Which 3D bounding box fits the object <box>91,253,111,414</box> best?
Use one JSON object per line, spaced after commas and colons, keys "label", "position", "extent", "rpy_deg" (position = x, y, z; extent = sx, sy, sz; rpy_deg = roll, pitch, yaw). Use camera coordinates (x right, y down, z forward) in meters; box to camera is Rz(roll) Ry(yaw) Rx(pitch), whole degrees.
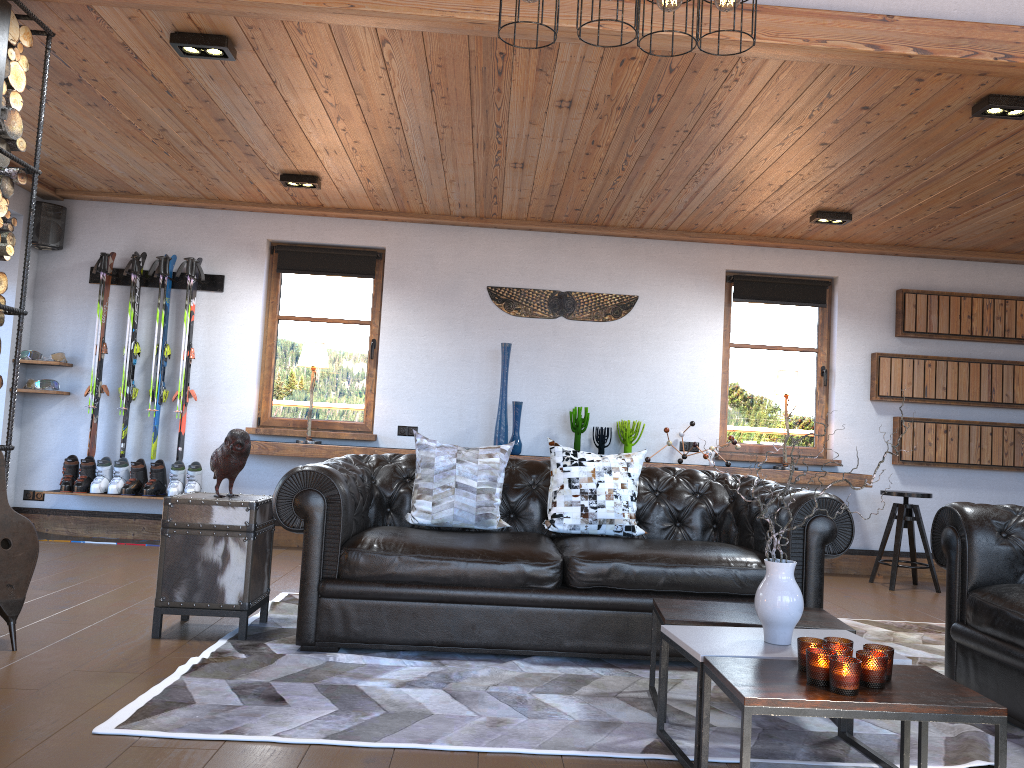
{"label": "object", "position": [-3.214, -0.394, 6.831], "extent": [0.122, 1.251, 0.058], "rpy_deg": [5, -5, -20]}

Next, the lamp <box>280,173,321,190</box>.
{"label": "lamp", "position": [-1.485, -1.430, 6.236], "extent": [0.261, 0.068, 0.155], "rpy_deg": [3, -4, -2]}

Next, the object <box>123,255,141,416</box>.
{"label": "object", "position": [-2.980, -0.380, 6.843], "extent": [0.122, 1.251, 0.058], "rpy_deg": [5, -5, -20]}

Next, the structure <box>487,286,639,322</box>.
{"label": "structure", "position": [0.413, -0.645, 7.198], "extent": [1.249, 0.240, 0.098], "rpy_deg": [3, -4, -3]}

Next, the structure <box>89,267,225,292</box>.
{"label": "structure", "position": [-2.828, -0.843, 6.946], "extent": [1.052, 0.135, 0.318], "rpy_deg": [3, -4, -3]}

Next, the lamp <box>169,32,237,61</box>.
{"label": "lamp", "position": [-1.417, -1.558, 4.076], "extent": [0.261, 0.068, 0.155], "rpy_deg": [3, -4, -2]}

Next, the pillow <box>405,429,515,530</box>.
{"label": "pillow", "position": [-0.251, 0.472, 4.422], "extent": [0.528, 0.469, 0.283], "rpy_deg": [3, -4, 0]}

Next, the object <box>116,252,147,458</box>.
{"label": "object", "position": [-2.943, -0.238, 6.854], "extent": [0.104, 1.624, 0.253], "rpy_deg": [4, -4, -5]}

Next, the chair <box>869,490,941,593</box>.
{"label": "chair", "position": [2.938, 1.170, 6.626], "extent": [0.393, 0.722, 0.392], "rpy_deg": [3, -4, -2]}

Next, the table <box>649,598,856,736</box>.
{"label": "table", "position": [0.850, 1.009, 3.217], "extent": [0.649, 0.350, 0.400], "rpy_deg": [3, -4, 3]}

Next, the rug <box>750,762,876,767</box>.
{"label": "rug", "position": [1.932, 1.081, 0.843], "extent": [2.433, 0.053, 3.802], "rpy_deg": [3, -3, -1]}

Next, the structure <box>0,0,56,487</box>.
{"label": "structure", "position": [-2.333, -0.276, 3.555], "extent": [0.512, 2.620, 0.501], "rpy_deg": [3, -4, -2]}

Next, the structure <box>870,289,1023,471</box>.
{"label": "structure", "position": [3.892, -0.016, 7.433], "extent": [1.854, 1.447, 0.320], "rpy_deg": [3, -4, -3]}

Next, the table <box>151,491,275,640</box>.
{"label": "table", "position": [-1.345, 0.816, 4.052], "extent": [0.418, 0.610, 0.404], "rpy_deg": [3, -4, -2]}

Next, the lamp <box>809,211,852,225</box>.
{"label": "lamp", "position": [2.310, -1.208, 6.423], "extent": [0.261, 0.068, 0.155], "rpy_deg": [3, -4, -2]}

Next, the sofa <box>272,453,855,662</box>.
{"label": "sofa", "position": [0.215, 0.807, 4.373], "extent": [2.569, 0.839, 1.236], "rpy_deg": [3, -4, -3]}

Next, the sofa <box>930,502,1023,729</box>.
{"label": "sofa", "position": [2.404, 0.818, 2.557], "extent": [1.241, 0.839, 2.560], "rpy_deg": [3, -4, -2]}

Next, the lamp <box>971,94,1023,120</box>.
{"label": "lamp", "position": [2.374, -1.336, 4.261], "extent": [0.261, 0.068, 0.155], "rpy_deg": [3, -4, -2]}

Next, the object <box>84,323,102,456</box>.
{"label": "object", "position": [-3.248, -0.222, 6.893], "extent": [0.095, 1.608, 0.115], "rpy_deg": [3, -4, -2]}

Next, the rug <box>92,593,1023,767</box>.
{"label": "rug", "position": [0.739, 1.202, 3.904], "extent": [4.047, 0.053, 2.427], "rpy_deg": [3, -3, -2]}

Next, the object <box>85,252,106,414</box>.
{"label": "object", "position": [-3.175, -0.396, 6.760], "extent": [0.059, 1.251, 0.120], "rpy_deg": [5, -5, -20]}

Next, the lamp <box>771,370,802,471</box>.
{"label": "lamp", "position": [2.135, 0.643, 7.257], "extent": [0.247, 1.483, 0.629], "rpy_deg": [4, -4, -10]}

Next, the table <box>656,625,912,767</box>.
{"label": "table", "position": [0.828, 0.980, 2.761], "extent": [0.652, 0.350, 0.398], "rpy_deg": [4, -4, -7]}

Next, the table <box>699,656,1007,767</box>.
{"label": "table", "position": [0.866, 0.956, 2.326], "extent": [0.651, 0.350, 0.399], "rpy_deg": [3, -4, -2]}

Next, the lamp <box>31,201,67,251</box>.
{"label": "lamp", "position": [-3.647, -1.238, 6.964], "extent": [0.214, 0.350, 0.213], "rpy_deg": [3, -4, -2]}

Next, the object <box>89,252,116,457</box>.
{"label": "object", "position": [-3.150, -0.231, 6.888], "extent": [0.095, 1.608, 0.115], "rpy_deg": [3, -4, -2]}

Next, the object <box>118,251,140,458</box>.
{"label": "object", "position": [-3.010, -0.237, 6.932], "extent": [0.073, 1.624, 0.111], "rpy_deg": [3, -4, -2]}

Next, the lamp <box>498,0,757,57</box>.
{"label": "lamp", "position": [0.421, -2.099, 2.710], "extent": [0.806, 2.204, 0.260], "rpy_deg": [4, -4, -12]}

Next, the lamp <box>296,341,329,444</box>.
{"label": "lamp", "position": [-1.584, 0.427, 7.097], "extent": [0.246, 1.483, 0.632], "rpy_deg": [3, -4, 2]}

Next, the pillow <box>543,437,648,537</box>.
{"label": "pillow", "position": [0.428, 0.512, 4.455], "extent": [0.528, 0.469, 0.283], "rpy_deg": [3, -4, 0]}

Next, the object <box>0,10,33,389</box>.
{"label": "object", "position": [-2.342, -0.270, 3.547], "extent": [0.467, 2.615, 0.492], "rpy_deg": [3, -4, -2]}
